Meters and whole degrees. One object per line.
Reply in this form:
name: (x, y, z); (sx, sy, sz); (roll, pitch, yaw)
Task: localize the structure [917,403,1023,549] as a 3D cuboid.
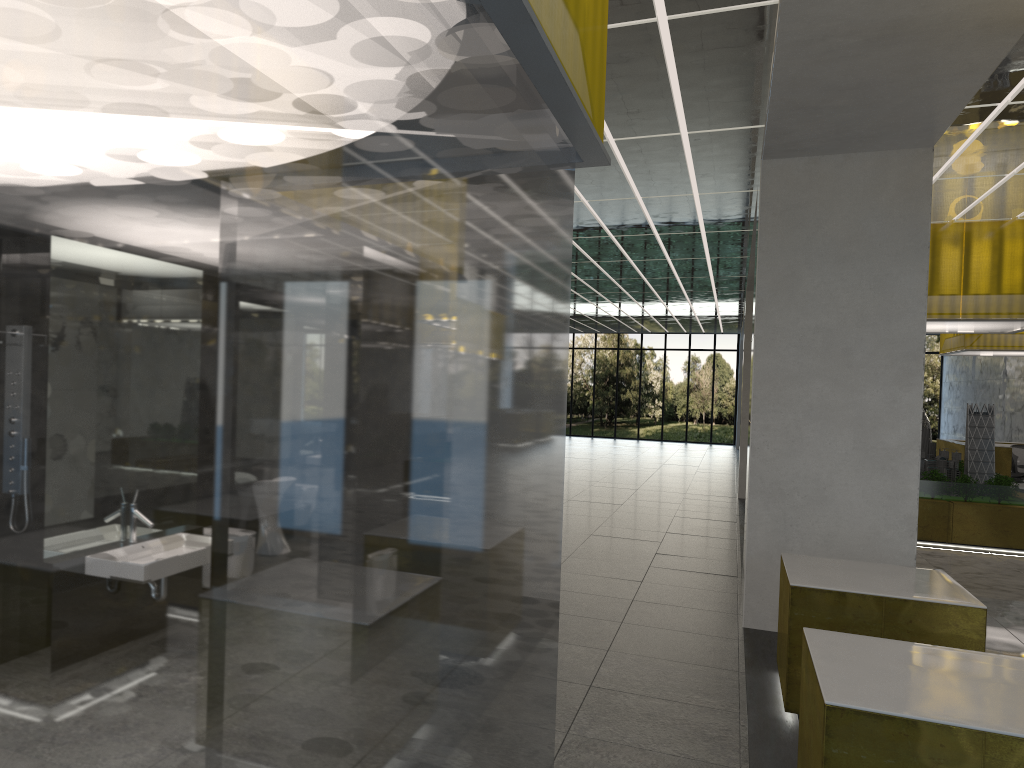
structure: (8.697, 1.660, 18.047); (3.983, 2.572, 5.020); (2, 0, 18)

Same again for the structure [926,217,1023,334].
structure: (8.467, -2.239, 16.791); (3.354, 2.270, 3.160); (2, 0, 20)

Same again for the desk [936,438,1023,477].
desk: (14.567, 2.512, 24.825); (3.314, 1.509, 3.393); (2, 0, 19)

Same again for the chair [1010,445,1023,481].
chair: (14.654, 2.508, 24.633); (1.195, 1.494, 0.966); (3, 1, 43)

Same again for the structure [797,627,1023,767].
structure: (2.370, 2.205, 4.687); (1.406, 1.174, 1.406); (2, 0, 19)

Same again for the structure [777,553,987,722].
structure: (3.065, 2.239, 7.353); (1.406, 1.174, 1.406); (2, 0, 19)

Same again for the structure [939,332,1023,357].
structure: (14.685, -2.001, 24.771); (3.355, 2.270, 3.036); (2, 0, 20)
